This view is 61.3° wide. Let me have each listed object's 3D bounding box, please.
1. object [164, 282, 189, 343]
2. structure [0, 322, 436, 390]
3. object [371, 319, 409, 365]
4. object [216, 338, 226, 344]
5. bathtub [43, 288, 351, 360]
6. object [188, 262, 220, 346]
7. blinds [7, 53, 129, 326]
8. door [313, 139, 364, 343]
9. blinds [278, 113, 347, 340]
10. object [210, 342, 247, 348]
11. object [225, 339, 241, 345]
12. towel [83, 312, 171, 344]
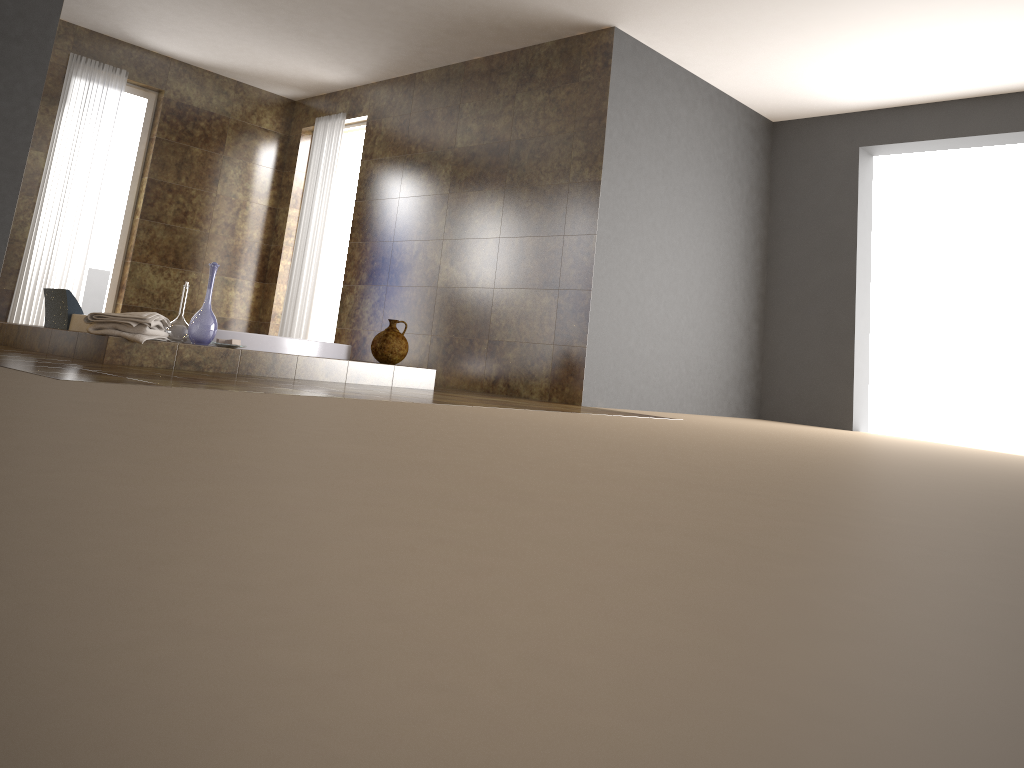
[{"bbox_3d":[-1.662,-0.363,4.348,0.127,0.317,0.129,14,-13,-39],"label":"object"},{"bbox_3d":[-1.874,-0.179,5.238,2.007,0.128,1.956,7,1,43],"label":"structure"},{"bbox_3d":[-0.745,-0.260,5.300,0.231,0.283,0.222,4,-7,15],"label":"object"},{"bbox_3d":[-1.447,-0.210,4.385,0.099,0.033,0.061,7,-2,-31],"label":"object"},{"bbox_3d":[-1.873,-0.187,5.238,1.736,0.538,1.724,6,0,-16],"label":"bathtub"},{"bbox_3d":[-1.517,-0.403,4.306,0.132,0.432,0.134,14,-13,-39],"label":"object"},{"bbox_3d":[-3.466,-1.486,6.808,0.067,2.332,0.501,-5,-15,43],"label":"blinds"},{"bbox_3d":[-1.511,-1.234,8.191,0.955,2.293,0.038,8,-12,-12],"label":"door"},{"bbox_3d":[-1.782,-1.308,7.640,0.483,2.344,0.066,-4,-15,41],"label":"blinds"},{"bbox_3d":[-1.442,-0.193,4.373,0.191,0.019,0.185,7,1,32],"label":"object"},{"bbox_3d":[-1.399,-0.207,4.333,0.073,0.035,0.052,5,-3,43],"label":"object"},{"bbox_3d":[-1.803,-0.273,4.063,0.339,0.154,0.314,6,-2,-2],"label":"towel"}]
